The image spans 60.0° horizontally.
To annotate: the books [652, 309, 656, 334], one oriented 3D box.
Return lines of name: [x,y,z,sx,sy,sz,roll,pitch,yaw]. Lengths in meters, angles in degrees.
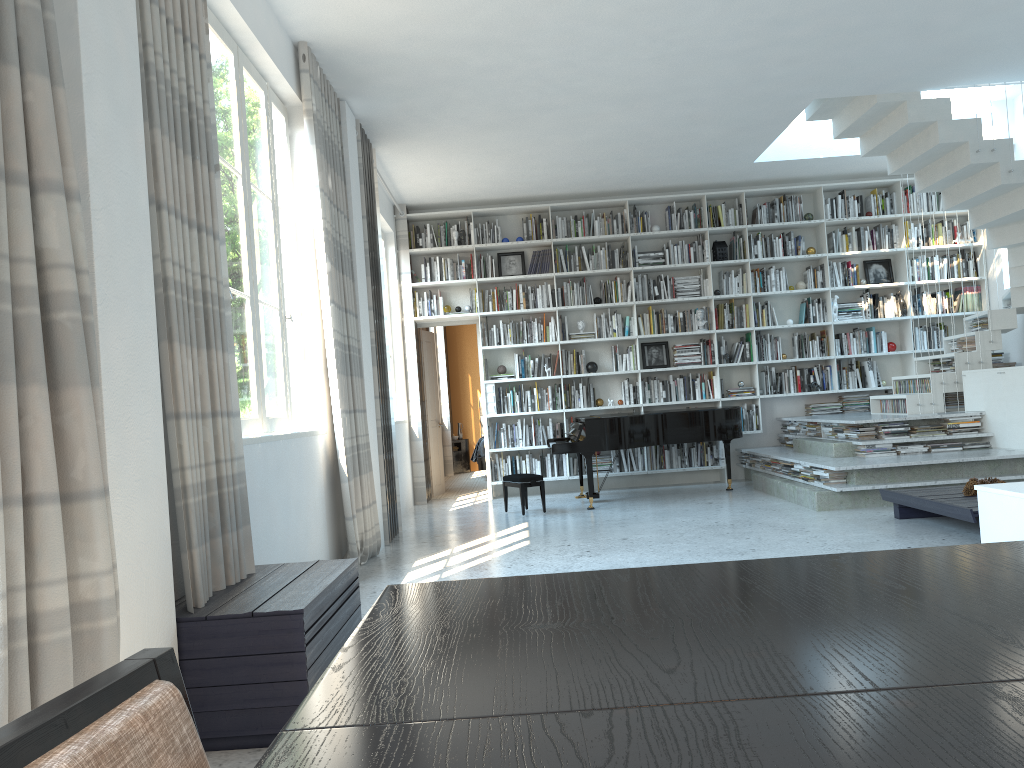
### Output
books: [1.551,-0.668,9.708,0.010,0.281,0.170,-4,-1,0]

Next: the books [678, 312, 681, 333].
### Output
books: [1.821,-0.664,9.714,0.010,0.234,0.175,-4,-1,0]

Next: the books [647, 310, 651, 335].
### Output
books: [1.502,-0.665,9.737,0.010,0.284,0.136,-4,-1,0]

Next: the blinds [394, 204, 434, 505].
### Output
blinds: [-1.087,-0.311,9.863,0.140,3.230,0.776,-4,-1,0]

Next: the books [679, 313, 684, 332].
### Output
books: [1.841,-0.660,9.703,0.029,0.224,0.185,-4,-1,0]

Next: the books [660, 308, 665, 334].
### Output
books: [1.652,-0.676,9.716,0.013,0.283,0.177,-4,-1,0]

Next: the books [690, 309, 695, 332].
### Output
books: [1.978,-0.687,9.722,0.024,0.259,0.126,-4,-1,0]

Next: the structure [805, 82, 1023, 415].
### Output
structure: [3.796,-1.109,7.909,2.613,3.381,1.954,-4,-1,0]

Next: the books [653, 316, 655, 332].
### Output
books: [1.542,-0.649,9.725,0.010,0.244,0.149,-4,-1,0]

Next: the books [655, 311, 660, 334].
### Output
books: [1.595,-0.660,9.737,0.028,0.259,0.134,-4,-1,0]

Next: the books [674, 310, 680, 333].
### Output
books: [1.809,-0.675,9.719,0.014,0.258,0.161,-4,-1,0]

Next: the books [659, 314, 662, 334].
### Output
books: [1.616,-0.646,9.716,0.012,0.228,0.169,-4,-1,0]

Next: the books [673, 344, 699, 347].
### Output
books: [1.904,-0.420,9.715,0.254,0.012,0.161,-4,-2,-3]

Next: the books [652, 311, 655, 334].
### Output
books: [1.529,-0.660,9.693,0.015,0.266,0.189,-4,-1,0]

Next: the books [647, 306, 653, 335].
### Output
books: [1.513,-0.684,9.694,0.014,0.317,0.188,-4,-1,0]

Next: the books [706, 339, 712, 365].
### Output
books: [2.157,-0.342,9.704,0.011,0.279,0.186,-4,-1,0]

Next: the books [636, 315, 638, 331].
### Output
books: [1.360,-0.654,9.737,0.010,0.282,0.140,-4,-1,0]

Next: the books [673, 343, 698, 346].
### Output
books: [1.903,-0.432,9.713,0.254,0.012,0.161,-4,-2,4]

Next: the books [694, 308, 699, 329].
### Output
books: [2.031,-0.693,9.728,0.014,0.263,0.135,-4,-1,0]

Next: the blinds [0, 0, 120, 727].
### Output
blinds: [-1.106,-0.442,1.739,0.359,3.052,0.846,-4,-1,5]

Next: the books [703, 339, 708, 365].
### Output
books: [2.113,-0.343,9.717,0.011,0.288,0.152,-4,-1,0]

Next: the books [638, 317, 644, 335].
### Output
books: [1.405,-0.621,9.710,0.053,0.208,0.156,-4,-1,0]

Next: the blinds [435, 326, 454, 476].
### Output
blinds: [-1.062,-0.206,13.833,0.140,3.230,0.776,-4,-1,0]

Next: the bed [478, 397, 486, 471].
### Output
bed: [0.382,0.703,13.064,1.770,1.180,2.174,-4,-1,0]

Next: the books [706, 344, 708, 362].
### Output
books: [2.126,-0.316,9.723,0.013,0.232,0.134,-4,-1,0]

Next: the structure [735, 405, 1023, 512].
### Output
structure: [3.782,0.600,8.267,2.899,0.659,3.113,-4,-2,0]

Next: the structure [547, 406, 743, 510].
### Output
structure: [1.328,0.689,8.586,1.918,0.832,1.335,-4,-1,0]

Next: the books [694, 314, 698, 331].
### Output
books: [2.009,-0.661,9.719,0.035,0.201,0.149,-4,-1,0]

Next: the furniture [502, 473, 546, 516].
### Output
furniture: [0.108,0.994,8.082,0.240,0.353,0.467,-4,-1,-25]

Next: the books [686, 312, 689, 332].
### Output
books: [1.909,-0.667,9.731,0.025,0.230,0.143,-4,-1,0]

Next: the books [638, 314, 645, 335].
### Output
books: [1.422,-0.639,9.722,0.042,0.242,0.162,-4,-1,0]

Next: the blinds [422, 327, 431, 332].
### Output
blinds: [-1.080,-0.280,11.041,0.140,3.230,0.776,-4,-1,0]

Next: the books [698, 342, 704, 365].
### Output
books: [2.067,-0.323,9.709,0.012,0.254,0.161,-4,-1,0]

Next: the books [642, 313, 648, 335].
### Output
books: [1.456,-0.644,9.731,0.026,0.248,0.139,-4,-1,0]

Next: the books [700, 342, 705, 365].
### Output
books: [2.079,-0.327,9.707,0.011,0.260,0.184,-4,-1,0]

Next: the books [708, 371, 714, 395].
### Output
books: [2.183,0.013,9.714,0.011,0.300,0.149,-4,-1,0]

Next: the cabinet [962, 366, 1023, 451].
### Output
cabinet: [4.244,0.187,7.338,0.551,0.667,0.993,-4,-1,0]

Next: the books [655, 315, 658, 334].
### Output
books: [1.570,-0.643,9.730,0.024,0.228,0.147,-4,-1,0]

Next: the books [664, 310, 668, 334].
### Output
books: [1.672,-0.670,9.702,0.028,0.267,0.190,-4,-1,0]

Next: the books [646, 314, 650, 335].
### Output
books: [1.484,-0.642,9.725,0.029,0.240,0.155,-4,-1,0]

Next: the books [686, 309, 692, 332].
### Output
books: [1.932,-0.684,9.712,0.025,0.258,0.150,-4,-1,0]

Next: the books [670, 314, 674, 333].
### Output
books: [1.738,-0.648,9.716,0.030,0.215,0.168,-4,-1,0]

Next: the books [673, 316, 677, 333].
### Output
books: [1.779,-0.643,9.728,0.050,0.199,0.145,-4,-1,0]

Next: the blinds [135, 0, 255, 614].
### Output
blinds: [-1.114,-0.511,3.057,0.132,3.261,0.722,-4,-1,0]

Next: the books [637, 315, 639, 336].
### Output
books: [1.372,-0.632,9.736,0.011,0.235,0.142,-4,-1,0]

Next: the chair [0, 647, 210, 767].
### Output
chair: [-0.031,0.594,0.515,0.570,0.782,0.480,-4,-1,5]

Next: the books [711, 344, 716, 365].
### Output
books: [2.181,-0.319,9.694,0.034,0.229,0.199,-4,-1,0]

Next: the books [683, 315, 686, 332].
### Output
books: [1.871,-0.651,9.705,0.029,0.200,0.178,-4,-1,0]

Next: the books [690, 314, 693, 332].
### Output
books: [1.957,-0.659,9.728,0.022,0.206,0.114,-4,-1,0]

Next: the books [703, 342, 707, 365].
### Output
books: [2.102,-0.326,9.718,0.013,0.256,0.163,-4,-1,0]

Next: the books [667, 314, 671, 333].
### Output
books: [1.711,-0.647,9.715,0.024,0.216,0.175,-4,-1,0]

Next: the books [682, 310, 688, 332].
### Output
books: [1.889,-0.675,9.695,0.012,0.245,0.186,-4,-1,0]

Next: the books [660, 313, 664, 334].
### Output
books: [1.634,-0.651,9.723,0.025,0.236,0.137,-4,-1,0]

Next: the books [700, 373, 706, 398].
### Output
books: [2.094,0.028,9.723,0.010,0.284,0.132,-4,-1,0]

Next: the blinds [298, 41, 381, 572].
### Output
blinds: [-1.109,-0.439,5.739,0.183,3.261,1.026,-4,-1,0]

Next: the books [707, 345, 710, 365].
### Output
books: [2.143,-0.310,9.721,0.021,0.217,0.132,-4,-1,0]

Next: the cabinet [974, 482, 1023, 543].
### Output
cabinet: [2.200,0.660,3.578,0.380,0.487,0.502,-4,-1,0]

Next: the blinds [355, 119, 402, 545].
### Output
blinds: [-1.104,-0.385,7.071,0.140,3.230,0.776,-4,-1,0]
